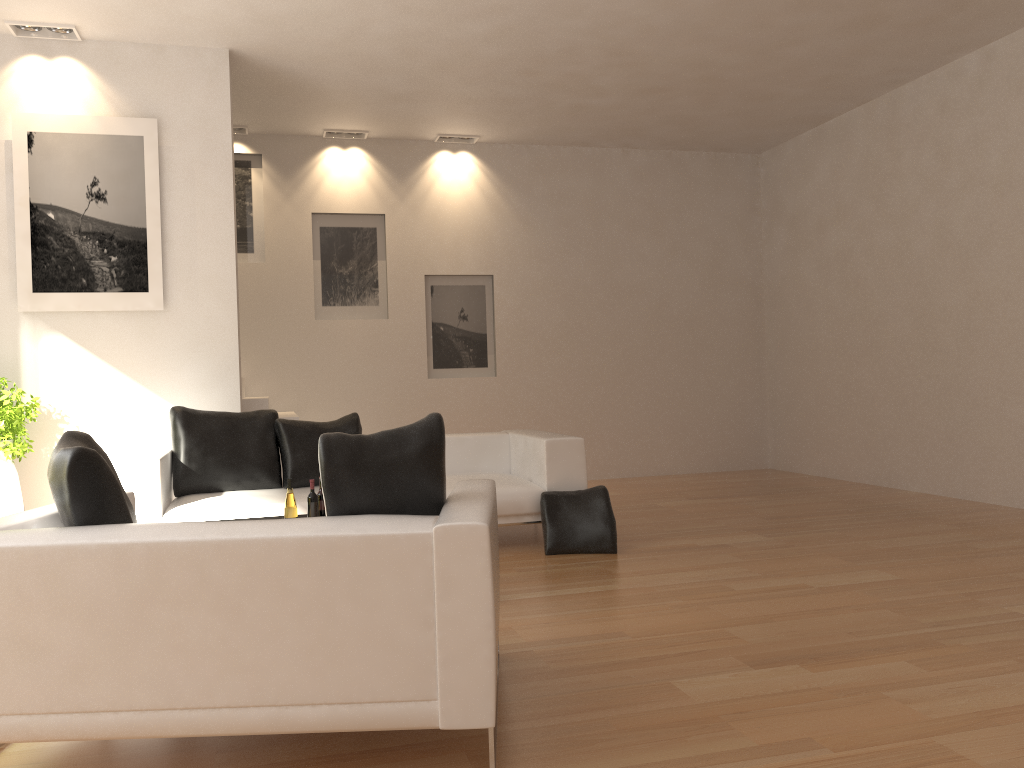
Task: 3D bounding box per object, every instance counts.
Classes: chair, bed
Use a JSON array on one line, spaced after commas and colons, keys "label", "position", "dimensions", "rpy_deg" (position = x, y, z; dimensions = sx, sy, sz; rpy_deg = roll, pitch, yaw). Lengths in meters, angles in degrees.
[{"label": "chair", "position": [-0.879, 0.785, 3.115], "dimensions": [1.671, 0.761, 1.262], "rpy_deg": [-2, 0, 0]}, {"label": "bed", "position": [-1.103, 0.783, 6.279], "dimensions": [3.075, 0.761, 1.262], "rpy_deg": [-2, 0, -15]}]

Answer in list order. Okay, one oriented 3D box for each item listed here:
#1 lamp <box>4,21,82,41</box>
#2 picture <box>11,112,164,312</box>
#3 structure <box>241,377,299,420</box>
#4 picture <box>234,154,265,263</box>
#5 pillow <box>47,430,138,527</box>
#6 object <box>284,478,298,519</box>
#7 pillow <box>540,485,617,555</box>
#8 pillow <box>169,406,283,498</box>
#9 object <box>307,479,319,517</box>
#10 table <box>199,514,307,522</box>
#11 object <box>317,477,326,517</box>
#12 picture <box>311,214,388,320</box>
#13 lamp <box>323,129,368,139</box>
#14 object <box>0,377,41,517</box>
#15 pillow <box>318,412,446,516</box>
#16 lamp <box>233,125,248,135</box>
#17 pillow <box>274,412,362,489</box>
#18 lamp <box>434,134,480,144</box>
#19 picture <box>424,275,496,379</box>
[{"label": "lamp", "position": [-3.342, -2.594, 6.332], "dimensions": [0.446, 0.166, 0.243], "rpy_deg": [-2, 0, -15]}, {"label": "picture", "position": [-3.098, -1.250, 6.494], "dimensions": [0.979, 1.431, 0.004], "rpy_deg": [-2, 0, -15]}, {"label": "structure", "position": [-3.195, 0.519, 7.935], "dimensions": [4.625, 1.403, 1.839], "rpy_deg": [-2, 0, -15]}, {"label": "picture", "position": [-2.933, -1.793, 9.038], "dimensions": [0.802, 1.155, 0.005], "rpy_deg": [-2, 0, -15]}, {"label": "pillow", "position": [-1.430, 0.459, 3.058], "dimensions": [0.291, 0.598, 0.660], "rpy_deg": [-2, 0, -26]}, {"label": "object", "position": [-1.141, 0.615, 4.570], "dimensions": [0.068, 0.257, 0.067], "rpy_deg": [-2, 0, 3]}, {"label": "pillow", "position": [0.442, 0.920, 5.926], "dimensions": [0.503, 0.457, 0.340], "rpy_deg": [-2, 0, 3]}, {"label": "pillow", "position": [-1.987, 0.474, 6.190], "dimensions": [0.755, 0.666, 0.346], "rpy_deg": [-2, 0, -29]}, {"label": "object", "position": [-1.034, 0.618, 4.605], "dimensions": [0.059, 0.244, 0.059], "rpy_deg": [-2, 0, -15]}, {"label": "table", "position": [-0.958, 0.963, 4.723], "dimensions": [1.566, 0.460, 0.709], "rpy_deg": [-2, 0, -15]}, {"label": "object", "position": [-1.008, 0.616, 4.708], "dimensions": [0.057, 0.248, 0.057], "rpy_deg": [-2, 0, 3]}, {"label": "picture", "position": [-1.712, -1.236, 9.367], "dimensions": [0.802, 1.155, 0.005], "rpy_deg": [-2, 0, -15]}, {"label": "lamp", "position": [-1.724, -2.654, 9.168], "dimensions": [0.446, 0.166, 0.243], "rpy_deg": [-2, 0, -15]}, {"label": "object", "position": [-3.520, 0.582, 6.018], "dimensions": [0.570, 1.324, 0.631], "rpy_deg": [-2, 0, -1]}, {"label": "pillow", "position": [-0.414, 0.433, 2.974], "dimensions": [0.506, 0.666, 0.324], "rpy_deg": [-2, 0, -25]}, {"label": "lamp", "position": [-2.872, -2.616, 8.856], "dimensions": [0.446, 0.166, 0.243], "rpy_deg": [-2, 0, -15]}, {"label": "pillow", "position": [-1.366, 0.478, 6.381], "dimensions": [0.628, 0.524, 0.270], "rpy_deg": [-2, 0, -32]}, {"label": "lamp", "position": [-0.592, -2.691, 9.477], "dimensions": [0.446, 0.166, 0.243], "rpy_deg": [-2, 0, -15]}, {"label": "picture", "position": [-0.567, -0.623, 9.676], "dimensions": [0.802, 1.155, 0.005], "rpy_deg": [-2, 0, -15]}]
